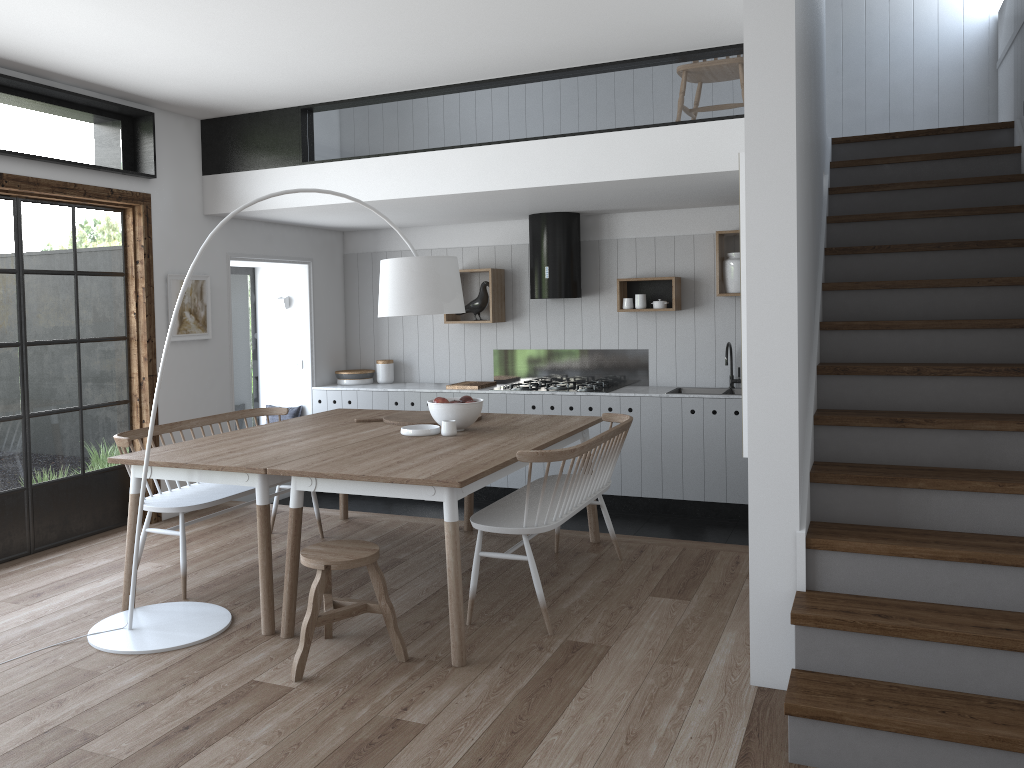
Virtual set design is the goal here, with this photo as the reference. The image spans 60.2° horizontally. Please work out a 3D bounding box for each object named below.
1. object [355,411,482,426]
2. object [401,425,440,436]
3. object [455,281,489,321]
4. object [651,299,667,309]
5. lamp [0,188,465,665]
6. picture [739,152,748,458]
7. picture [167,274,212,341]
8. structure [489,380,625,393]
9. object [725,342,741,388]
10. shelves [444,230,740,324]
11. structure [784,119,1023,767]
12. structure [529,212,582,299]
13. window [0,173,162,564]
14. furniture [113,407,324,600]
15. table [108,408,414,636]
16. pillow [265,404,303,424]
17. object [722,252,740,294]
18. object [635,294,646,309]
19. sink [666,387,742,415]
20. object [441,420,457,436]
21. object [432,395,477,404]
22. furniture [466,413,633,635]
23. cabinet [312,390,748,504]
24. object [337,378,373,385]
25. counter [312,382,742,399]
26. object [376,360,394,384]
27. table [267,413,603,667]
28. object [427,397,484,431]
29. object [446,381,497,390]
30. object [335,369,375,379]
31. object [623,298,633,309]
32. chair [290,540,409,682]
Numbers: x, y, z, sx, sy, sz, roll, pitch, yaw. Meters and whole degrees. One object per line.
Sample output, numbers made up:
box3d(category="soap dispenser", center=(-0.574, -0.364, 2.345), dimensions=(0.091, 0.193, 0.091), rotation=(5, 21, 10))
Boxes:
box3d(category="object", center=(-0.510, 0.208, 5.336), dimensions=(0.659, 0.023, 0.615), rotation=(-6, 7, -44))
box3d(category="object", center=(-0.494, 0.251, 4.774), dimensions=(0.215, 0.035, 0.215), rotation=(-1, 5, 2))
box3d(category="object", center=(-0.336, -0.709, 7.559), dimensions=(0.341, 0.334, 0.136), rotation=(0, 3, 25))
box3d(category="object", center=(1.147, -0.622, 6.855), dimensions=(0.129, 0.073, 0.108), rotation=(-1, 4, 2))
box3d(category="lamp", center=(-2.345, 0.196, 3.203), dimensions=(5.081, 2.020, 0.897), rotation=(-6, 5, -41))
box3d(category="picture", center=(1.179, -0.371, 4.113), dimensions=(0.061, 1.216, 1.275), rotation=(0, 4, 22))
box3d(category="picture", center=(-2.320, -0.551, 6.349), dimensions=(0.030, 0.470, 0.427), rotation=(0, 4, 22))
box3d(category="structure", center=(0.367, 0.011, 7.122), dimensions=(1.003, 0.048, 0.544), rotation=(1, 6, 24))
box3d(category="object", center=(1.656, -0.130, 6.644), dimensions=(0.092, 0.374, 0.284), rotation=(0, 3, 22))
box3d(category="shelves", center=(1.138, -0.754, 6.882), dimensions=(3.651, 0.796, 0.294), rotation=(1, 3, 24))
box3d(category="structure", center=(1.963, -0.106, 4.082), dimensions=(1.078, 2.625, 3.541), rotation=(0, 4, 22))
box3d(category="structure", center=(0.347, -1.127, 7.151), dimensions=(0.407, 0.867, 0.422), rotation=(-2, 3, -20))
box3d(category="window", center=(-3.508, 0.072, 3.653), dimensions=(0.164, 2.251, 5.310), rotation=(0, 5, 22))
box3d(category="furniture", center=(-1.638, 0.615, 5.069), dimensions=(0.555, 0.809, 1.337), rotation=(0, 4, 22))
box3d(category="table", center=(-1.123, 0.641, 4.975), dimensions=(0.955, 0.748, 2.006), rotation=(0, 5, 22))
box3d(category="pillow", center=(-2.032, 0.334, 7.849), dimensions=(0.411, 0.293, 0.178), rotation=(0, 3, 24))
box3d(category="object", center=(1.696, -0.830, 6.621), dimensions=(0.228, 0.301, 0.230), rotation=(-2, 3, -4))
box3d(category="object", center=(1.003, -0.641, 6.890), dimensions=(0.088, 0.115, 0.084), rotation=(0, 3, 23))
box3d(category="sink", center=(1.761, 0.139, 6.462), dimensions=(1.201, 0.166, 0.445), rotation=(1, 5, 24))
box3d(category="object", center=(-0.333, 0.234, 4.673), dimensions=(0.085, 0.078, 0.081), rotation=(0, 4, 23))
box3d(category="object", center=(-0.311, 0.152, 4.866), dimensions=(0.248, 0.167, 0.240), rotation=(-3, 4, -16))
box3d(category="furniture", center=(0.235, 0.626, 4.433), dimensions=(0.555, 0.809, 1.337), rotation=(0, 4, 22))
box3d(category="cabinet", center=(1.103, 0.470, 6.499), dimensions=(6.248, 0.746, 0.010), rotation=(1, 3, 24))
box3d(category="object", center=(-1.425, -0.029, 8.025), dimensions=(0.318, 0.055, 0.334), rotation=(-4, 6, -28))
box3d(category="counter", center=(1.198, 0.058, 6.745), dimensions=(6.252, 0.020, 0.569), rotation=(1, 6, 24))
box3d(category="object", center=(-1.143, -0.109, 7.965), dimensions=(0.153, 0.212, 0.155), rotation=(-2, 3, -8))
box3d(category="table", center=(-0.251, 0.655, 4.582), dimensions=(0.955, 0.748, 2.006), rotation=(0, 5, 22))
box3d(category="object", center=(-0.309, 0.173, 4.871), dimensions=(0.321, 0.164, 0.310), rotation=(0, 5, 20))
box3d(category="object", center=(-0.338, 0.010, 7.427), dimensions=(0.296, 0.030, 0.393), rotation=(1, 6, 23))
box3d(category="object", center=(-1.426, -0.087, 8.023), dimensions=(0.354, 0.065, 0.366), rotation=(-3, 5, -17))
box3d(category="object", center=(0.910, -0.628, 6.933), dimensions=(0.081, 0.088, 0.086), rotation=(-3, 4, -31))
box3d(category="chair", center=(-0.645, 0.903, 3.603), dimensions=(0.436, 0.449, 0.479), rotation=(-1, 4, 9))
